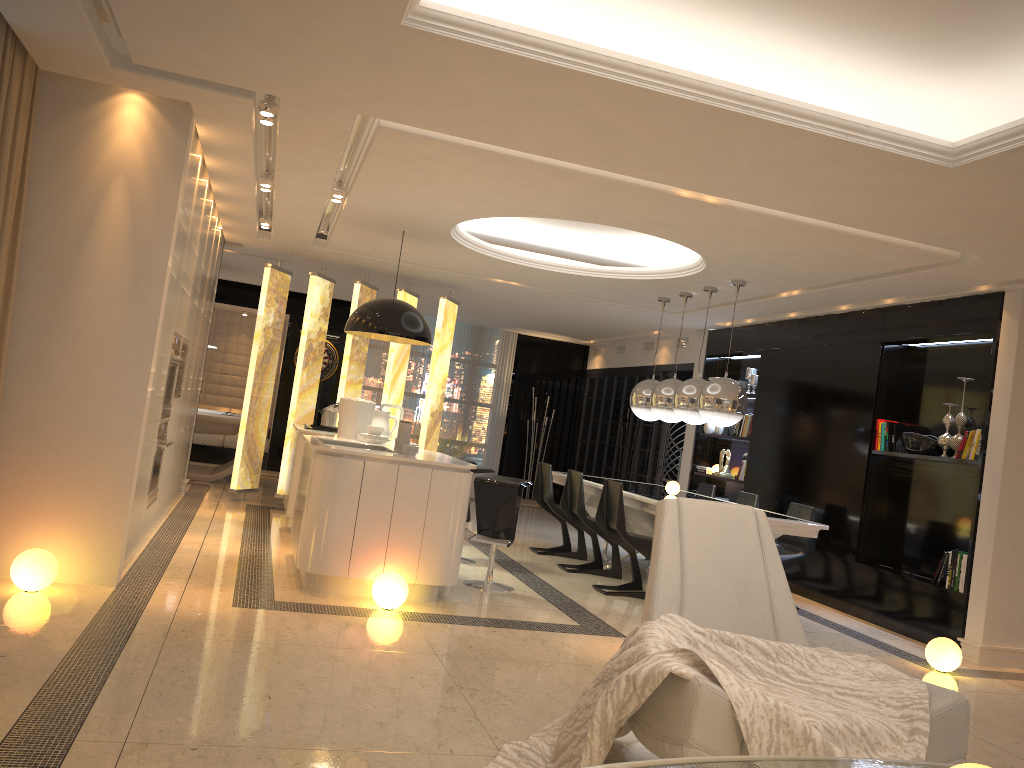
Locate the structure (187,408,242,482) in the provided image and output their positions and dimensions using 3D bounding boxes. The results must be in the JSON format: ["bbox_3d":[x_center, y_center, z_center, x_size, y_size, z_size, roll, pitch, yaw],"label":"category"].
[{"bbox_3d":[-4.584,0.617,10.789,2.912,0.812,1.659,9,-3,-15],"label":"structure"}]

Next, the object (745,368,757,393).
[{"bbox_3d":[2.638,-0.022,9.824,0.111,0.301,0.111,9,-3,-20],"label":"object"}]

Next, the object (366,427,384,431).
[{"bbox_3d":[-1.059,0.370,6.841,0.138,0.051,0.138,6,-3,32],"label":"object"}]

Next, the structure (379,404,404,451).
[{"bbox_3d":[-0.829,0.295,6.038,0.177,0.310,0.089,9,-3,-15],"label":"structure"}]

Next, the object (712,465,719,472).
[{"bbox_3d":[2.340,0.981,10.106,0.125,0.125,0.125,7,-3,24],"label":"object"}]

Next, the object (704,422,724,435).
[{"bbox_3d":[2.357,0.393,10.332,0.210,0.395,0.180,9,-3,-12],"label":"object"}]

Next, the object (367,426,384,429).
[{"bbox_3d":[-1.057,0.359,6.842,0.138,0.051,0.138,6,-3,32],"label":"object"}]

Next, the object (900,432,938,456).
[{"bbox_3d":[3.255,0.487,7.105,0.193,0.177,0.375,9,-3,-15],"label":"object"}]

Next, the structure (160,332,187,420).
[{"bbox_3d":[-2.614,-0.090,6.161,0.595,0.597,0.609,9,-3,-15],"label":"structure"}]

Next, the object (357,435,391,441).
[{"bbox_3d":[-1.068,0.432,6.838,0.264,0.033,0.264,6,-4,44],"label":"object"}]

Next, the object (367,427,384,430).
[{"bbox_3d":[-1.058,0.364,6.841,0.138,0.051,0.138,6,-3,32],"label":"object"}]

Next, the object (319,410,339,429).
[{"bbox_3d":[-1.642,0.337,8.222,0.266,0.147,0.253,7,-3,27],"label":"object"}]

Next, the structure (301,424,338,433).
[{"bbox_3d":[-1.679,0.418,8.211,0.502,0.026,0.811,9,-3,-15],"label":"structure"}]

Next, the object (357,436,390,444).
[{"bbox_3d":[-1.069,0.438,6.838,0.264,0.033,0.264,6,-4,44],"label":"object"}]

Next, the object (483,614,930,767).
[{"bbox_3d":[0.633,1.114,2.965,1.347,0.580,0.972,7,-3,22],"label":"object"}]

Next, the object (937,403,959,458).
[{"bbox_3d":[3.369,0.365,6.862,0.121,0.416,0.121,9,-3,-20],"label":"object"}]

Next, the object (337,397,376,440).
[{"bbox_3d":[-1.251,0.274,7.097,0.288,0.330,0.288,8,-3,2],"label":"object"}]

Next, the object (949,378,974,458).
[{"bbox_3d":[3.399,0.264,6.713,0.121,0.612,0.121,9,-3,-20],"label":"object"}]

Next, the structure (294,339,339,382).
[{"bbox_3d":[-2.921,-0.367,13.256,0.669,0.669,0.048,9,-3,-15],"label":"structure"}]

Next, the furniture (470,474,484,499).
[{"bbox_3d":[-0.431,1.564,13.454,0.735,0.357,0.735,11,-4,-43],"label":"furniture"}]

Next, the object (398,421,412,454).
[{"bbox_3d":[-0.702,0.350,5.838,0.071,0.219,0.071,9,-3,-25],"label":"object"}]

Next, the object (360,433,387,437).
[{"bbox_3d":[-1.064,0.401,6.839,0.229,0.016,0.229,7,-3,14],"label":"object"}]

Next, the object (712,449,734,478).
[{"bbox_3d":[2.379,0.888,9.944,0.177,0.311,0.177,9,-3,-15],"label":"object"}]

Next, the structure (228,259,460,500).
[{"bbox_3d":[-1.752,0.089,9.593,2.180,2.555,0.448,9,-3,-15],"label":"structure"}]

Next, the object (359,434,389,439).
[{"bbox_3d":[-1.065,0.410,6.839,0.229,0.016,0.229,7,-3,14],"label":"object"}]

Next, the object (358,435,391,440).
[{"bbox_3d":[-1.067,0.426,6.839,0.264,0.033,0.264,6,-4,44],"label":"object"}]

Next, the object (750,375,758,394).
[{"bbox_3d":[2.656,0.015,9.713,0.104,0.224,0.104,9,-3,-13],"label":"object"}]

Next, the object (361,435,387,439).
[{"bbox_3d":[-1.066,0.415,6.838,0.229,0.016,0.229,7,-3,14],"label":"object"}]

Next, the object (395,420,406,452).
[{"bbox_3d":[-0.730,0.350,5.941,0.071,0.219,0.071,10,-3,-39],"label":"object"}]

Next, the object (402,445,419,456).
[{"bbox_3d":[-0.660,0.431,5.761,0.111,0.062,0.111,8,-3,6],"label":"object"}]

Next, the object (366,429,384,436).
[{"bbox_3d":[-1.061,0.381,6.841,0.138,0.051,0.138,6,-3,32],"label":"object"}]

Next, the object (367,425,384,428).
[{"bbox_3d":[-1.057,0.353,6.842,0.138,0.051,0.138,6,-3,32],"label":"object"}]

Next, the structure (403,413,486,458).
[{"bbox_3d":[-1.191,1.035,12.913,1.282,1.142,1.275,7,-3,31],"label":"structure"}]

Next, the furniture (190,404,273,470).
[{"bbox_3d":[-4.343,0.778,13.445,1.312,0.810,1.107,9,-3,-15],"label":"furniture"}]

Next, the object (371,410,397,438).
[{"bbox_3d":[-1.085,0.345,7.315,0.183,0.254,0.211,6,-3,36],"label":"object"}]

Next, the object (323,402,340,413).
[{"bbox_3d":[-1.637,0.251,8.221,0.249,0.212,0.256,7,-3,20],"label":"object"}]

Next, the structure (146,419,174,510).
[{"bbox_3d":[-2.700,0.513,6.133,0.595,0.597,0.609,9,-3,-15],"label":"structure"}]

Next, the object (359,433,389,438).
[{"bbox_3d":[-1.064,0.405,6.839,0.229,0.016,0.229,7,-3,14],"label":"object"}]

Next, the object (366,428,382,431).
[{"bbox_3d":[-1.060,0.376,6.841,0.138,0.051,0.138,6,-3,32],"label":"object"}]

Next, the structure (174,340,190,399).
[{"bbox_3d":[-2.796,-0.141,6.885,0.446,0.450,0.659,9,-3,-15],"label":"structure"}]
